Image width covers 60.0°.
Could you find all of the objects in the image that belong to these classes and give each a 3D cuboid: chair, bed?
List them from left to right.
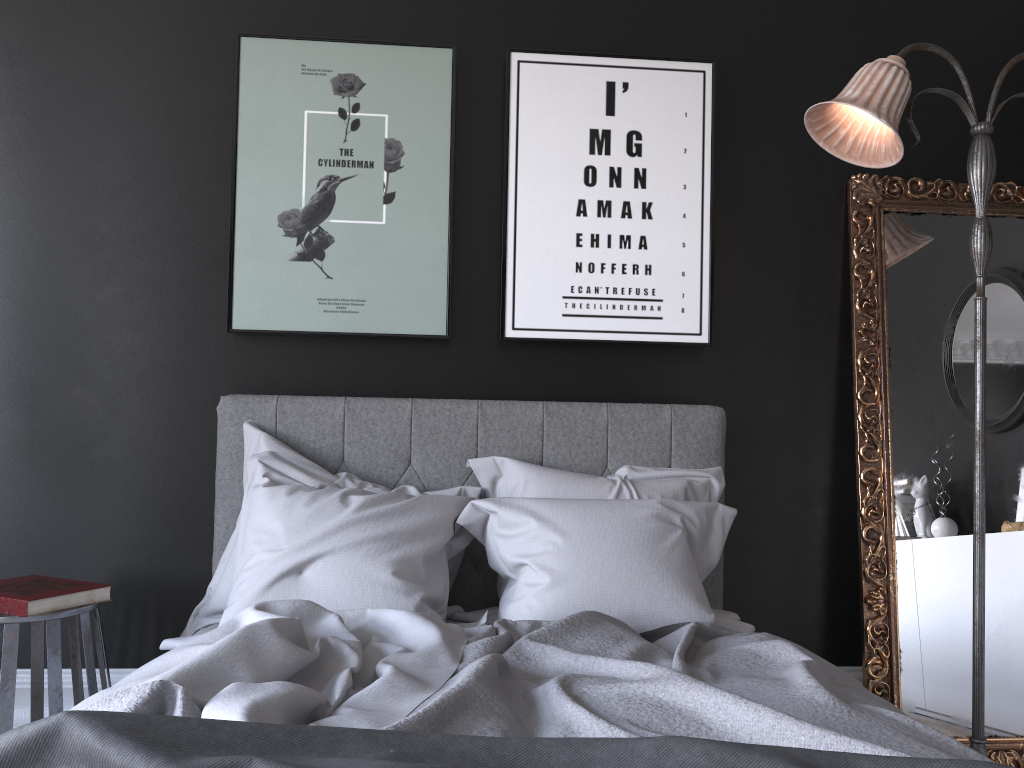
[{"bbox_3d":[-1.412,0.966,2.553,0.613,0.672,0.614,-1,-3,39],"label":"chair"},{"bbox_3d":[-0.100,0.632,1.634,2.766,1.297,3.285,2,-3,-16],"label":"bed"}]

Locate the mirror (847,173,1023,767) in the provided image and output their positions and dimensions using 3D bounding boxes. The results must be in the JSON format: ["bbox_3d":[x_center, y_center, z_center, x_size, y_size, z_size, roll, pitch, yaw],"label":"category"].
[{"bbox_3d":[1.762,0.303,3.284,0.991,2.191,0.254,1,-2,-5],"label":"mirror"}]

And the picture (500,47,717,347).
[{"bbox_3d":[0.361,-0.685,3.271,0.792,1.078,0.014,1,-2,-5],"label":"picture"}]

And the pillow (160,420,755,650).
[{"bbox_3d":[-0.134,0.500,2.751,1.830,0.759,0.680,1,-2,-5],"label":"pillow"}]

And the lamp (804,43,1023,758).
[{"bbox_3d":[1.438,0.154,2.725,0.986,2.410,0.773,0,-2,28],"label":"lamp"}]

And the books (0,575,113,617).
[{"bbox_3d":[-1.393,0.609,2.563,0.346,0.045,0.275,0,-3,25],"label":"books"}]

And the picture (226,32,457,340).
[{"bbox_3d":[-0.605,-0.709,3.188,0.792,1.078,0.014,1,-2,-5],"label":"picture"}]
